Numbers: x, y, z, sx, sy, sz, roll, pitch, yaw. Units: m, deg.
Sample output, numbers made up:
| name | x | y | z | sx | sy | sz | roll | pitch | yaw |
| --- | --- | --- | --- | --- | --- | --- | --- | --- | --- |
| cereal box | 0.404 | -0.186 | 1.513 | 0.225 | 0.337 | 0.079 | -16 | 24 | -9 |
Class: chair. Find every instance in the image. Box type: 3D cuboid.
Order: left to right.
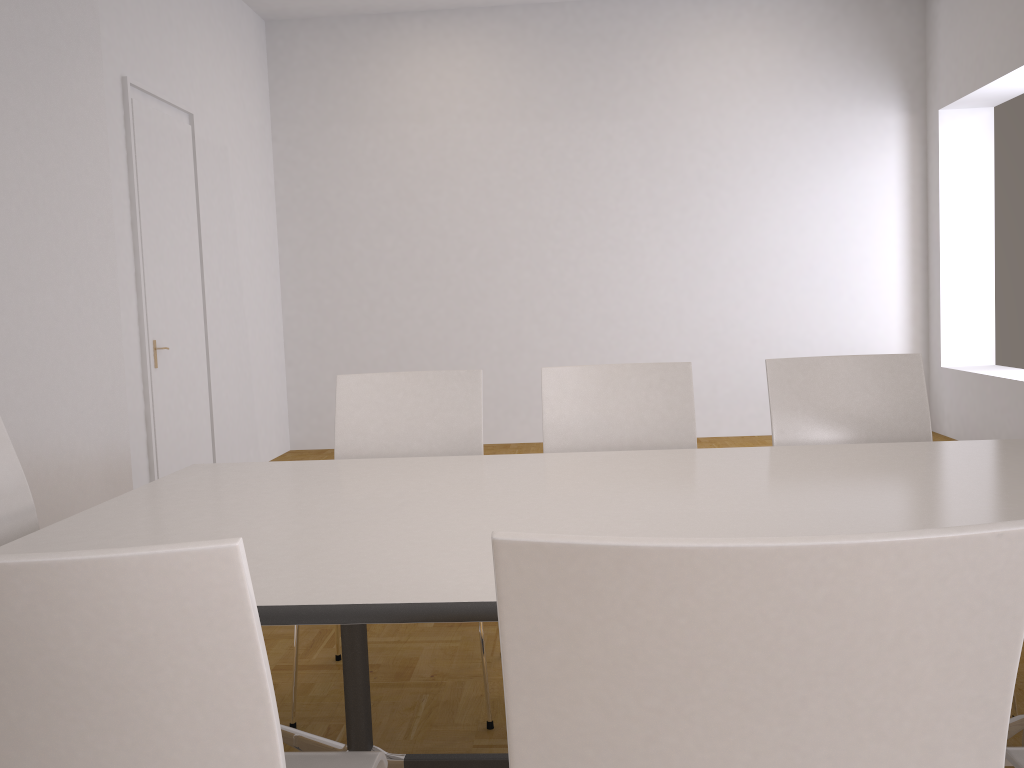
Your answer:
| name | x | y | z | sx | sy | sz | roll | pitch | yaw |
| --- | --- | --- | --- | --- | --- | --- | --- | --- | --- |
| chair | -0.987 | 0.535 | 1.890 | 0.575 | 0.930 | 0.562 | -2 | 4 | 4 |
| chair | -0.445 | 0.590 | 1.091 | 0.561 | 0.930 | 0.576 | -2 | 4 | 4 |
| chair | -0.328 | 0.448 | 2.640 | 0.561 | 0.930 | 0.576 | -2 | 4 | 4 |
| chair | 0.330 | 0.424 | 2.594 | 0.561 | 0.930 | 0.576 | -2 | 4 | 4 |
| chair | 0.254 | 0.565 | 1.042 | 0.561 | 0.930 | 0.576 | -2 | 4 | 4 |
| chair | 1.030 | 0.399 | 2.545 | 0.561 | 0.930 | 0.576 | -2 | 4 | 4 |
| chair | 0.912 | 0.541 | 0.996 | 0.561 | 0.930 | 0.576 | -2 | 4 | 4 |

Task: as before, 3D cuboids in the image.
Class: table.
| name | x | y | z | sx | sy | sz | roll | pitch | yaw |
| --- | --- | --- | --- | --- | --- | --- | --- | --- | --- |
| table | 0.280 | 0.595 | 1.827 | 2.410 | 0.721 | 1.213 | -2 | 5 | 4 |

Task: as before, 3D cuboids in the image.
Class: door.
| name | x | y | z | sx | sy | sz | roll | pitch | yaw |
| --- | --- | --- | --- | --- | --- | --- | --- | --- | --- |
| door | -2.032 | -0.486 | 5.323 | 0.132 | 2.449 | 0.873 | -2 | 4 | 4 |
